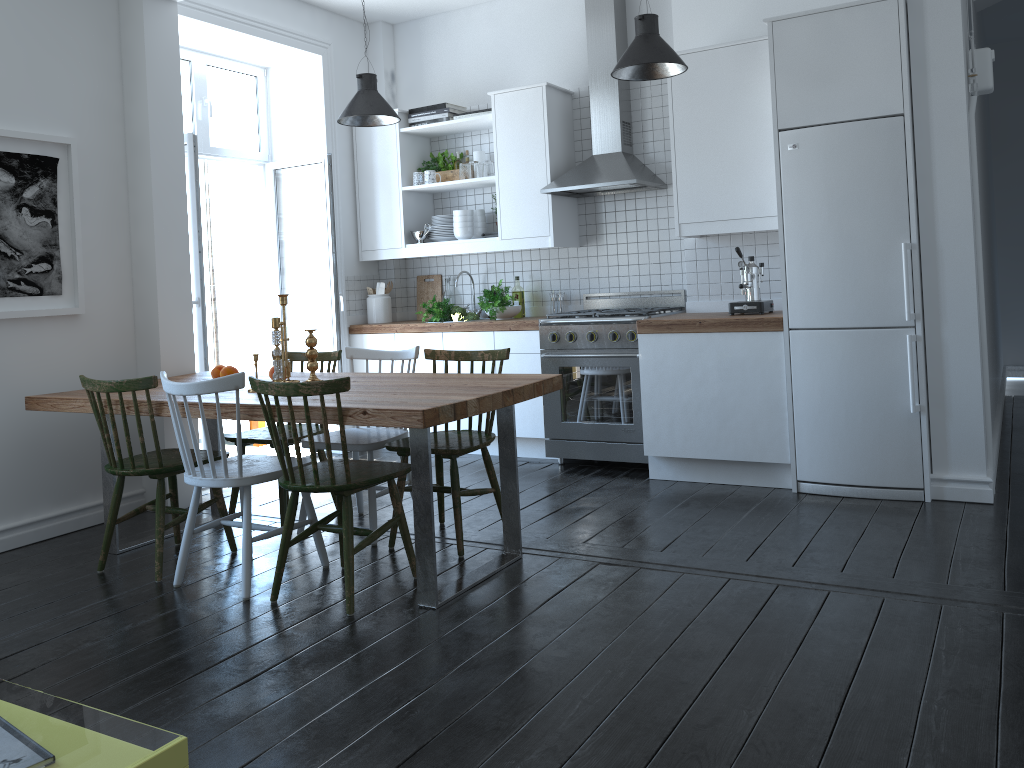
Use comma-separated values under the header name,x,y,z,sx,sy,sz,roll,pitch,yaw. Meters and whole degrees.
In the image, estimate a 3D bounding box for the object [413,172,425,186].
name,x,y,z,sx,sy,sz,roll,pitch,yaw
object,-0.654,-1.434,6.194,0.083,0.100,0.109,-3,3,-1

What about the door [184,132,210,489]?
name,x,y,z,sx,sy,sz,roll,pitch,yaw
door,-2.004,-0.424,5.153,0.584,2.025,0.105,-3,0,36

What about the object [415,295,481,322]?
name,x,y,z,sx,sy,sz,roll,pitch,yaw
object,-0.425,-0.464,6.004,0.469,0.307,0.285,-3,3,3

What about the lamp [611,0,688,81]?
name,x,y,z,sx,sy,sz,roll,pitch,yaw
lamp,0.664,-2.033,4.424,0.384,0.939,0.387,-2,1,39

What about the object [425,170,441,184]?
name,x,y,z,sx,sy,sz,roll,pitch,yaw
object,-0.556,-1.430,6.119,0.108,0.100,0.083,-2,3,19

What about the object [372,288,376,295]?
name,x,y,z,sx,sy,sz,roll,pitch,yaw
object,-0.987,-0.568,6.354,0.061,0.251,0.117,-3,1,-30

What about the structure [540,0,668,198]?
name,x,y,z,sx,sy,sz,roll,pitch,yaw
structure,0.546,-1.856,5.503,0.632,1.304,0.531,-2,1,30

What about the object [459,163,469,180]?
name,x,y,z,sx,sy,sz,roll,pitch,yaw
object,-0.319,-1.435,5.962,0.086,0.119,0.086,-5,3,-37

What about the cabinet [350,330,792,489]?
name,x,y,z,sx,sy,sz,roll,pitch,yaw
cabinet,0.287,0.054,5.587,3.180,0.813,0.733,2,5,38

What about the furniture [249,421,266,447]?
name,x,y,z,sx,sy,sz,roll,pitch,yaw
furniture,-2.178,0.249,6.928,0.919,0.374,0.403,0,5,30

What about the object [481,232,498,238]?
name,x,y,z,sx,sy,sz,roll,pitch,yaw
object,-0.109,-1.001,5.943,0.245,0.042,0.279,0,7,23

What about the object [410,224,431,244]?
name,x,y,z,sx,sy,sz,roll,pitch,yaw
object,-0.631,-1.042,6.127,0.210,0.134,0.102,1,4,42

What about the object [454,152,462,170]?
name,x,y,z,sx,sy,sz,roll,pitch,yaw
object,-0.376,-1.522,6.196,0.060,0.225,0.060,-3,0,13

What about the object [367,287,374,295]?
name,x,y,z,sx,sy,sz,roll,pitch,yaw
object,-1.005,-0.570,6.337,0.054,0.262,0.149,-3,1,5

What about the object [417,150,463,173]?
name,x,y,z,sx,sy,sz,roll,pitch,yaw
object,-0.525,-1.541,6.298,0.346,0.254,0.164,-1,2,20

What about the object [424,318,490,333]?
name,x,y,z,sx,sy,sz,roll,pitch,yaw
object,-0.363,-0.383,6.045,0.371,0.111,0.356,0,7,30

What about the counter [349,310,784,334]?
name,x,y,z,sx,sy,sz,roll,pitch,yaw
counter,0.229,-0.371,5.542,3.095,0.073,0.852,1,8,30

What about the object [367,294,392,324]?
name,x,y,z,sx,sy,sz,roll,pitch,yaw
object,-0.955,-0.542,6.343,0.173,0.208,0.175,-1,3,35

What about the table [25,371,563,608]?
name,x,y,z,sx,sy,sz,roll,pitch,yaw
table,-0.981,0.365,3.879,2.224,0.715,1.025,0,5,30

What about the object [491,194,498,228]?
name,x,y,z,sx,sy,sz,roll,pitch,yaw
object,-0.042,-1.179,6.054,0.171,0.366,0.165,-3,1,-23

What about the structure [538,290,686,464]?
name,x,y,z,sx,sy,sz,roll,pitch,yaw
structure,0.632,-0.043,5.390,0.699,1.019,0.726,-2,2,30

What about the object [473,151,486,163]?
name,x,y,z,sx,sy,sz,roll,pitch,yaw
object,-0.224,-1.511,6.150,0.085,0.222,0.085,-3,1,37

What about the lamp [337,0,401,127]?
name,x,y,z,sx,sy,sz,roll,pitch,yaw
lamp,-1.820,-1.317,5.946,2.696,2.509,0.494,-1,1,30

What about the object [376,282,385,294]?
name,x,y,z,sx,sy,sz,roll,pitch,yaw
object,-0.954,-0.589,6.352,0.064,0.290,0.141,-3,1,4

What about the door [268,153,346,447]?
name,x,y,z,sx,sy,sz,roll,pitch,yaw
door,-1.439,-0.565,6.133,0.584,2.025,0.105,-3,0,24

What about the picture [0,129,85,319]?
name,x,y,z,sx,sy,sz,roll,pitch,yaw
picture,-2.386,-0.756,4.174,0.083,0.887,0.691,-3,2,30

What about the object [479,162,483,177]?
name,x,y,z,sx,sy,sz,roll,pitch,yaw
object,-0.209,-1.443,5.985,0.086,0.119,0.086,-3,2,-1

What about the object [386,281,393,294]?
name,x,y,z,sx,sy,sz,roll,pitch,yaw
object,-0.909,-0.594,6.359,0.131,0.296,0.056,-3,0,10

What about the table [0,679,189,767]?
name,x,y,z,sx,sy,sz,roll,pitch,yaw
table,-1.277,0.808,1.535,1.399,0.399,0.604,1,6,30

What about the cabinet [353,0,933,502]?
name,x,y,z,sx,sy,sz,roll,pitch,yaw
cabinet,0.508,-0.715,5.406,3.785,2.369,0.782,0,2,34

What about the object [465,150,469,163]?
name,x,y,z,sx,sy,sz,roll,pitch,yaw
object,-0.311,-1.531,6.209,0.056,0.233,0.056,-3,0,33

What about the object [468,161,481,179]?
name,x,y,z,sx,sy,sz,roll,pitch,yaw
object,-0.253,-1.432,5.906,0.086,0.119,0.086,-5,3,-37

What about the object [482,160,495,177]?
name,x,y,z,sx,sy,sz,roll,pitch,yaw
object,-0.159,-1.437,5.914,0.086,0.119,0.086,-3,2,-1

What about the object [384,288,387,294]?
name,x,y,z,sx,sy,sz,roll,pitch,yaw
object,-0.914,-0.571,6.365,0.050,0.247,0.114,-3,1,-5

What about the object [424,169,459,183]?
name,x,y,z,sx,sy,sz,roll,pitch,yaw
object,-0.456,-1.453,6.260,0.392,0.103,0.154,1,6,30
